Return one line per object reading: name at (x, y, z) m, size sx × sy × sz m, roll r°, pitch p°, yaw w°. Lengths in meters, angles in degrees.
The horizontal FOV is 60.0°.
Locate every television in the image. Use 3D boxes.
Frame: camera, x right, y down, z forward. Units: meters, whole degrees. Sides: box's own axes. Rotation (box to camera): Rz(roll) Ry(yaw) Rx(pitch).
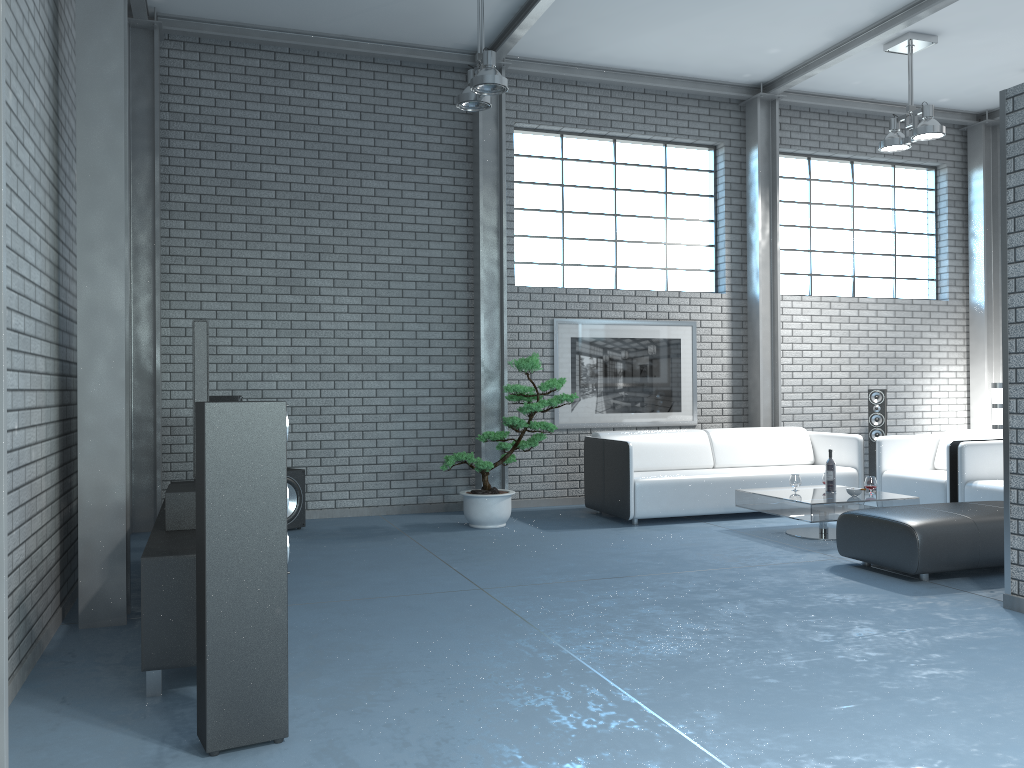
television at (-1.690, 0.160, 4.833) m, size 0.343 × 0.919 × 1.356 m, roll 0°, pitch 0°, yaw -19°

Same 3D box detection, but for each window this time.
window at (3.645, -1.649, 9.492) m, size 2.200 × 1.500 × 0.100 m, roll 0°, pitch 0°, yaw -19°
window at (0.997, -1.634, 8.582) m, size 2.200 × 1.500 × 0.100 m, roll 0°, pitch 0°, yaw -19°

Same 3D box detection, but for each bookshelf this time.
bookshelf at (-1.551, 0.865, 4.466) m, size 0.405 × 0.497 × 2.764 m, roll 0°, pitch 0°, yaw -19°

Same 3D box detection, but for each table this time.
table at (2.270, 0.945, 6.461) m, size 0.900 × 0.300 × 0.900 m, roll 0°, pitch 0°, yaw -19°

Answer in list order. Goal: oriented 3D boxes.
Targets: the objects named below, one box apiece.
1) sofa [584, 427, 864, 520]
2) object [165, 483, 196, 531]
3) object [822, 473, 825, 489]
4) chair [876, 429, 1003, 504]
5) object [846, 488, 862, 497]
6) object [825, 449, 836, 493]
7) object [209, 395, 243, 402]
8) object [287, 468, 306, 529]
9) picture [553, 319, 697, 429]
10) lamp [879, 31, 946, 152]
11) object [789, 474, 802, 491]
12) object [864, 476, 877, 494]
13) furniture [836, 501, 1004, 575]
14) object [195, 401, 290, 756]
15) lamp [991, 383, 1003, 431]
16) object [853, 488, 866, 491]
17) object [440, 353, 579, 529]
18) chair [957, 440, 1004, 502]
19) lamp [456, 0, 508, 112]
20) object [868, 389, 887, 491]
sofa at (1.811, 0.729, 7.649) m, size 2.238 × 0.661 × 0.919 m, roll 0°, pitch 0°, yaw -19°
object at (-1.383, 0.533, 3.905) m, size 0.254 × 0.159 × 0.381 m, roll 0°, pitch 0°, yaw -19°
object at (2.400, 0.736, 6.735) m, size 0.089 × 0.120 × 0.089 m, roll -1°, pitch 0°, yaw 37°
chair at (3.590, 0.713, 7.197) m, size 0.919 × 0.661 × 0.767 m, roll 0°, pitch 0°, yaw -21°
object at (2.414, 0.765, 6.252) m, size 0.108 × 0.056 × 0.108 m, roll 0°, pitch 0°, yaw -23°
object at (2.341, 0.637, 6.515) m, size 0.079 × 0.316 × 0.079 m, roll -1°, pitch 0°, yaw 14°
object at (-2.011, 0.604, 6.180) m, size 0.254 × 1.045 × 0.159 m, roll 0°, pitch 0°, yaw -9°
object at (-1.940, 0.898, 6.883) m, size 0.536 × 0.464 × 0.445 m, roll -1°, pitch 0°, yaw 41°
picture at (1.088, -0.097, 8.379) m, size 1.490 × 1.015 × 0.020 m, roll 0°, pitch 0°, yaw -19°
lamp at (3.373, -2.473, 7.502) m, size 0.300 × 0.872 × 0.639 m, roll 0°, pitch 0°, yaw -19°
object at (2.120, 0.737, 6.636) m, size 0.089 × 0.120 × 0.089 m, roll -1°, pitch 0°, yaw 37°
object at (2.600, 0.733, 6.426) m, size 0.089 × 0.120 × 0.089 m, roll -1°, pitch 0°, yaw 37°
furniture at (2.678, 0.885, 5.291) m, size 1.291 × 0.301 × 0.685 m, roll 0°, pitch 0°, yaw -19°
object at (-0.826, 0.576, 2.728) m, size 0.254 × 1.045 × 0.159 m, roll 0°, pitch 0°, yaw -29°
lamp at (4.778, 0.538, 8.707) m, size 0.140 × 1.100 × 0.098 m, roll -1°, pitch 0°, yaw 34°
object at (2.432, 0.754, 6.214) m, size 0.024 × 0.052 × 0.128 m, roll 0°, pitch 0°, yaw -25°
object at (-0.022, 0.434, 6.915) m, size 1.032 × 1.362 × 0.586 m, roll -1°, pitch 0°, yaw 31°
chair at (3.845, 0.707, 6.336) m, size 0.919 × 0.661 × 0.767 m, roll 0°, pitch 0°, yaw -17°
lamp at (-0.220, -2.452, 6.267) m, size 0.300 × 0.872 × 0.639 m, roll 0°, pitch 0°, yaw -19°
object at (3.664, 0.575, 8.882) m, size 0.159 × 1.045 × 0.254 m, roll -1°, pitch 0°, yaw 26°
